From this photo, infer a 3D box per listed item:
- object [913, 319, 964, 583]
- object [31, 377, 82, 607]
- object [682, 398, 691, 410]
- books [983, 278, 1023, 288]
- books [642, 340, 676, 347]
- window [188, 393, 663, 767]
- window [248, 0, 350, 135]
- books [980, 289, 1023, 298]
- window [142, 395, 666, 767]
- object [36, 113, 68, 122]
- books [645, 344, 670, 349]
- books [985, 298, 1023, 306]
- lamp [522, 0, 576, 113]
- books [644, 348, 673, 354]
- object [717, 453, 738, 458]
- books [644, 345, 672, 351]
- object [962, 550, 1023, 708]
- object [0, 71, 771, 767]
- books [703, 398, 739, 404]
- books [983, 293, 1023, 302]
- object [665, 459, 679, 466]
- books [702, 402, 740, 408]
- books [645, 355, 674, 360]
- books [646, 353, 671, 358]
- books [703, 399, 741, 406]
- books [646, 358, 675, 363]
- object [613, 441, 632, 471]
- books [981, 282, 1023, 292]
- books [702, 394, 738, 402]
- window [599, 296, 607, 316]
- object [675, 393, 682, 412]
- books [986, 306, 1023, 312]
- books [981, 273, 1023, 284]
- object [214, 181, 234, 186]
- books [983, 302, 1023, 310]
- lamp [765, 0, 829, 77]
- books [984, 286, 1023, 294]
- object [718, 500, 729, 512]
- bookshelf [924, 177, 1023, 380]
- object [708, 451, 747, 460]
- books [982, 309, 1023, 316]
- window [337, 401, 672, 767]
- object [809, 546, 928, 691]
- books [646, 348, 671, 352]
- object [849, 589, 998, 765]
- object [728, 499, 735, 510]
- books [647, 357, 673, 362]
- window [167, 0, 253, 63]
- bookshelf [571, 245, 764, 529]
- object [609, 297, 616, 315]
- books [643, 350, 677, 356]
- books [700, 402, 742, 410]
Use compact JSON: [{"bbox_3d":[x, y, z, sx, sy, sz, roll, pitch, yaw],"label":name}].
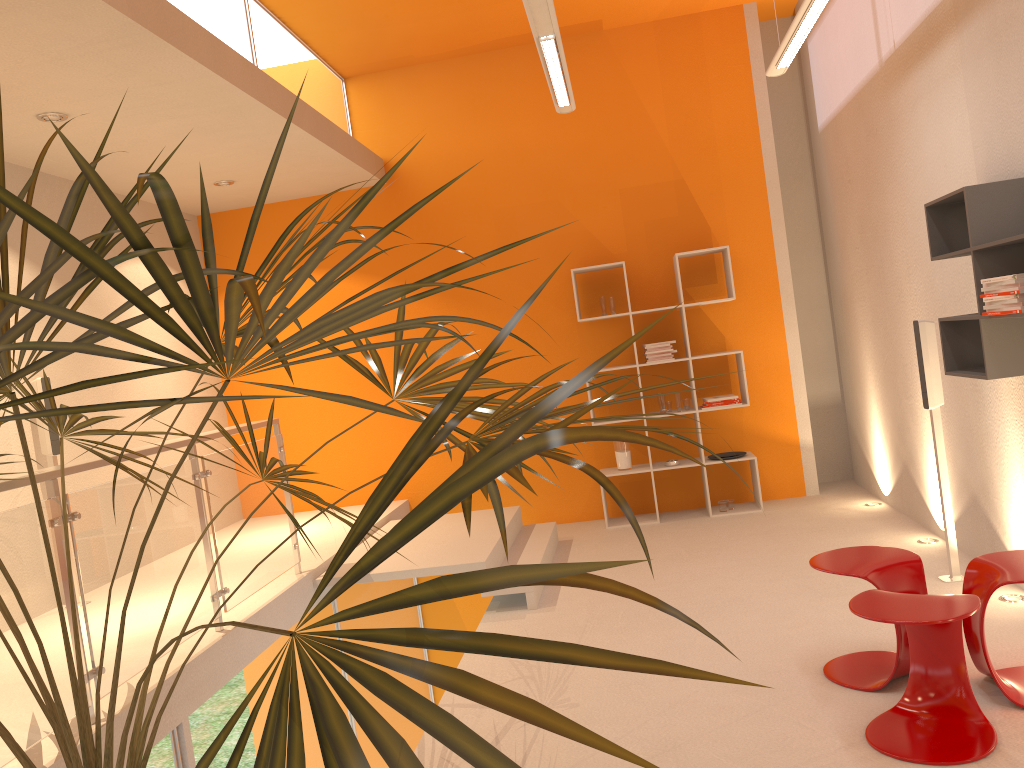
[{"bbox_3d":[2.127,0.330,4.444,0.116,1.317,0.111,-8,2,4],"label":"object"},{"bbox_3d":[-2.581,0.615,5.059,0.116,1.317,0.111,-7,2,14],"label":"object"},{"bbox_3d":[1.892,1.934,3.043,0.190,3.502,7.694,-8,2,-4],"label":"object"},{"bbox_3d":[1.941,-0.394,3.363,0.190,0.015,0.254,-8,2,4],"label":"books"},{"bbox_3d":[1.127,-0.309,6.808,0.230,0.017,0.227,-8,2,3],"label":"books"},{"bbox_3d":[-0.208,2.625,5.632,0.993,4.599,4.234,-6,3,39],"label":"window"},{"bbox_3d":[-1.465,-2.103,6.335,0.006,0.660,1.860,-8,2,8],"label":"window"},{"bbox_3d":[1.950,-0.355,3.358,0.210,0.013,0.297,-8,2,3],"label":"books"},{"bbox_3d":[-0.624,1.124,4.067,0.908,1.393,6.719,-7,2,27],"label":"window"},{"bbox_3d":[-2.345,-1.378,4.519,0.143,0.059,0.143,-9,2,-20],"label":"object"},{"bbox_3d":[1.117,-0.291,6.814,0.190,0.015,0.254,-8,2,9],"label":"books"},{"bbox_3d":[1.951,-0.324,3.365,0.190,0.015,0.254,-8,2,4],"label":"books"},{"bbox_3d":[0.053,-2.048,3.707,0.120,1.052,3.195,-8,2,8],"label":"lamp"},{"bbox_3d":[1.125,-0.252,6.809,0.210,0.013,0.296,-8,2,8],"label":"books"},{"bbox_3d":[1.643,0.550,6.787,0.178,0.020,0.178,-7,2,24],"label":"object"},{"bbox_3d":[1.123,-0.277,6.822,0.190,0.015,0.254,-8,2,4],"label":"books"},{"bbox_3d":[1.837,0.854,3.119,0.420,0.450,0.391,-8,2,8],"label":"object"},{"bbox_3d":[-0.922,0.639,2.264,3.098,2.600,3.241,-7,2,16],"label":"object"},{"bbox_3d":[1.583,0.122,6.728,0.254,0.015,0.190,-8,2,9],"label":"books"},{"bbox_3d":[1.962,-0.341,3.361,0.230,0.017,0.227,-8,2,-2],"label":"books"},{"bbox_3d":[1.226,0.604,6.784,0.106,0.035,0.105,-10,3,-39],"label":"object"},{"bbox_3d":[1.584,0.151,6.725,0.268,0.011,0.190,-8,2,9],"label":"books"},{"bbox_3d":[1.132,-0.207,6.824,0.190,0.015,0.254,-8,2,4],"label":"books"},{"bbox_3d":[1.127,-0.221,6.816,0.190,0.015,0.254,-8,2,9],"label":"books"},{"bbox_3d":[1.592,0.136,6.725,0.254,0.015,0.190,-8,2,4],"label":"books"},{"bbox_3d":[1.135,-0.181,6.811,0.210,0.013,0.296,-8,2,8],"label":"books"},{"bbox_3d":[0.859,0.522,6.894,0.129,0.291,0.129,-7,2,36],"label":"object"},{"bbox_3d":[1.947,-0.380,3.371,0.190,0.015,0.254,-8,2,-1],"label":"books"},{"bbox_3d":[1.576,0.107,6.715,0.227,0.017,0.230,-8,2,3],"label":"books"},{"bbox_3d":[-0.598,2.371,2.881,0.481,5.399,8.922,-7,2,20],"label":"window"},{"bbox_3d":[-0.327,2.727,3.691,0.870,4.604,7.392,-6,2,38],"label":"object"},{"bbox_3d":[1.959,-0.296,3.364,0.190,0.011,0.268,-8,2,4],"label":"books"},{"bbox_3d":[1.952,-0.412,3.358,0.230,0.017,0.227,-8,2,-2],"label":"books"},{"bbox_3d":[-2.099,-1.479,6.449,0.143,0.059,0.143,-9,2,-20],"label":"object"},{"bbox_3d":[1.957,-0.309,3.374,0.190,0.015,0.254,-8,2,-1],"label":"books"},{"bbox_3d":[1.260,-2.212,3.544,0.120,1.052,3.195,-8,2,8],"label":"lamp"},{"bbox_3d":[1.950,-0.367,3.362,0.190,0.011,0.268,-8,2,4],"label":"books"},{"bbox_3d":[1.814,2.404,1.600,0.129,2.692,10.507,-8,2,0],"label":"object"},{"bbox_3d":[1.923,0.313,2.421,0.322,2.145,3.370,-8,2,10],"label":"bookshelf"},{"bbox_3d":[1.646,0.552,6.784,0.294,0.020,0.294,-10,3,-43],"label":"object"},{"bbox_3d":[1.960,-0.284,3.361,0.210,0.013,0.297,-8,2,3],"label":"books"},{"bbox_3d":[0.333,2.562,6.350,2.294,4.526,1.860,-8,2,8],"label":"window"},{"bbox_3d":[1.404,0.903,3.454,0.391,0.450,0.420,-9,2,-22],"label":"object"},{"bbox_3d":[1.124,-0.264,6.812,0.190,0.011,0.268,-8,2,9],"label":"books"},{"bbox_3d":[1.345,0.931,2.907,0.391,0.450,0.420,-6,2,38],"label":"object"},{"bbox_3d":[1.667,2.473,0.297,0.102,2.685,13.193,-8,2,2],"label":"object"},{"bbox_3d":[1.134,-0.193,6.815,0.190,0.011,0.268,-8,2,9],"label":"books"},{"bbox_3d":[-1.706,-2.004,4.448,0.006,0.660,1.869,-8,2,8],"label":"window"},{"bbox_3d":[2.065,1.258,5.876,1.107,4.600,3.516,-9,2,-35],"label":"bookshelf"},{"bbox_3d":[-0.264,2.299,3.823,0.351,5.384,6.779,-7,2,28],"label":"object"},{"bbox_3d":[1.137,-0.238,6.811,0.230,0.017,0.227,-8,2,3],"label":"books"},{"bbox_3d":[1.582,0.163,6.727,0.296,0.013,0.210,-8,2,8],"label":"books"}]
